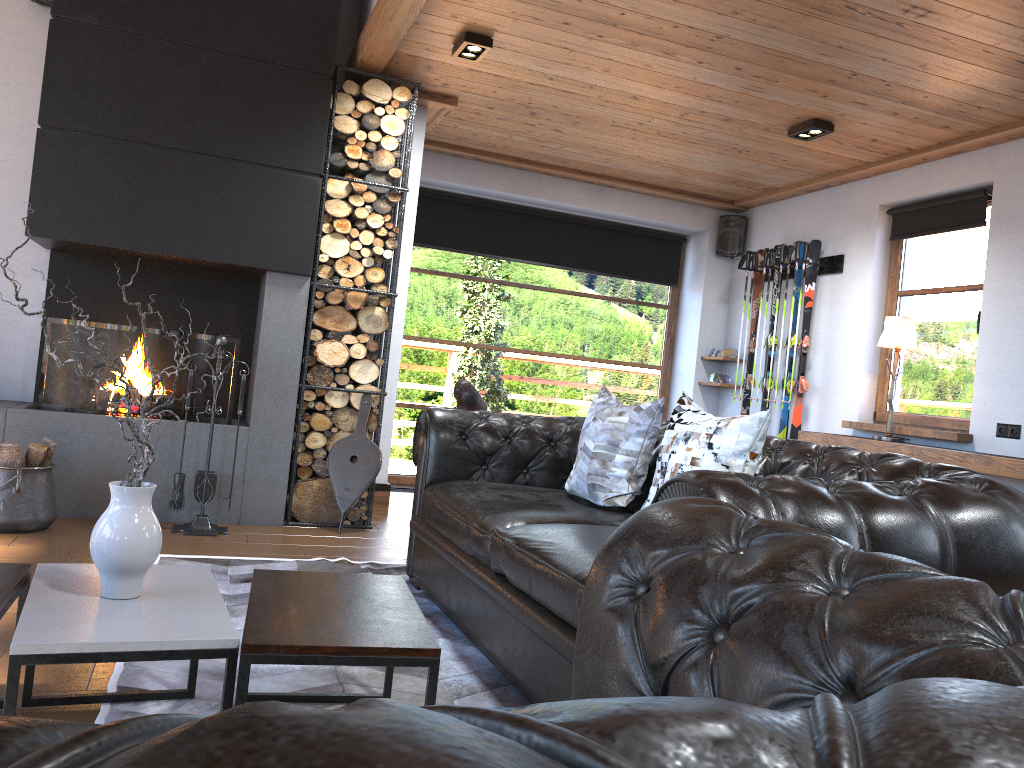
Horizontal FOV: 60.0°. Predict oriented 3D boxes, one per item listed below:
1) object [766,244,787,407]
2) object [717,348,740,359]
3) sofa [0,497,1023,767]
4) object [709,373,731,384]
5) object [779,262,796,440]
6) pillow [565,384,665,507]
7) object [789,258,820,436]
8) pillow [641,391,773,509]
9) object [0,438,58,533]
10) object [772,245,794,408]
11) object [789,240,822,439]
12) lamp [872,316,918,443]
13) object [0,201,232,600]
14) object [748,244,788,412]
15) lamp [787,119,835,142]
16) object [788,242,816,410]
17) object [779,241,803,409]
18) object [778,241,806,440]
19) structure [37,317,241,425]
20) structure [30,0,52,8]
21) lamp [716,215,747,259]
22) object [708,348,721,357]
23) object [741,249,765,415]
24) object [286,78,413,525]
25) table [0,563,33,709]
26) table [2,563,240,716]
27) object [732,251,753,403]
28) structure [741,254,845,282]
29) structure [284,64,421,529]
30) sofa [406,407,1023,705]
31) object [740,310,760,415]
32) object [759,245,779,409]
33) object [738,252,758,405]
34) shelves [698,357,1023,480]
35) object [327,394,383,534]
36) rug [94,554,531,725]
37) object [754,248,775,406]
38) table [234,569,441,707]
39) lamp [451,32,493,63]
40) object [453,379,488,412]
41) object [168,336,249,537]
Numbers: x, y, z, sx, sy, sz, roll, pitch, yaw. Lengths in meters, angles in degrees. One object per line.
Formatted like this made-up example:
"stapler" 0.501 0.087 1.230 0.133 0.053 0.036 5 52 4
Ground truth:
"object" 1.979 -0.446 6.766 0.120 1.250 0.059 6 -1 27
"object" 1.857 -0.258 7.547 0.191 0.084 0.158 6 0 -21
"sofa" -0.627 0.440 0.423 2.585 0.838 1.230 6 0 -21
"object" 1.801 -0.044 7.635 0.187 0.084 0.354 6 0 16
"object" 2.144 -0.289 6.848 0.112 1.622 0.072 6 -1 -20
"pillow" 0.411 0.237 3.572 0.285 0.469 0.525 6 0 -17
"object" 2.157 -0.256 6.633 0.116 1.607 0.094 6 -1 -20
"pillow" 0.633 0.261 2.935 0.285 0.469 0.525 6 0 -17
"object" -2.350 0.470 4.195 0.383 0.431 0.385 6 -1 6
"object" 2.045 -0.439 6.776 0.059 1.250 0.120 7 -1 -38
"object" 2.179 -0.268 6.538 0.116 1.607 0.094 6 -1 -20
"lamp" 2.588 0.334 5.712 0.636 1.482 0.244 6 -1 -17
"object" -0.845 0.072 1.954 0.408 0.808 0.617 6 -1 -8
"object" 1.986 -0.305 6.957 0.256 1.622 0.103 6 -1 -24
"lamp" 1.828 -1.559 5.423 0.156 0.068 0.259 6 0 -20
"object" 2.139 -0.429 6.542 0.120 1.250 0.059 6 -1 32
"object" 2.035 -0.440 6.563 0.120 1.250 0.059 5 -1 37
"object" 2.158 -0.287 6.775 0.112 1.622 0.072 6 -1 -20
"structure" -2.008 -0.047 4.801 0.989 0.514 0.182 6 -1 -20
"structure" -2.533 -2.274 4.882 0.215 0.349 0.212 6 -1 -20
"lamp" 1.912 -1.283 7.709 0.215 0.349 0.212 6 -1 -20
"object" 1.798 -0.265 7.715 0.161 0.084 0.188 6 0 -21
"object" 1.961 -0.292 7.165 0.116 1.607 0.094 6 -1 -20
"object" -0.995 -0.486 5.313 0.497 2.612 0.463 6 -1 -20
"table" -1.281 0.608 1.806 0.403 0.350 0.645 6 0 -20
"table" -0.877 0.651 1.982 0.403 0.350 0.644 6 0 -25
"object" 1.835 -0.461 7.155 0.122 1.250 0.058 7 -1 -38
"structure" 2.118 -0.909 6.905 0.321 0.135 1.043 6 0 -19
"structure" -0.985 -0.492 5.306 0.505 2.617 0.508 6 -1 -20
"sofa" 0.489 0.558 3.097 1.248 0.838 2.546 6 0 -20
"object" 1.938 -0.280 7.260 0.116 1.607 0.094 6 -1 -20
"object" 2.042 -0.299 7.047 0.112 1.622 0.072 6 -1 -20
"object" 1.892 -0.455 7.215 0.059 1.250 0.120 7 -1 -38
"shelves" 2.776 0.376 4.666 0.616 0.989 6.595 6 0 -19
"object" -0.894 0.442 5.033 0.270 0.795 0.261 7 -1 -36
"rug" 0.183 0.920 2.428 2.449 0.053 4.015 6 0 -19
"object" 1.968 -0.447 6.995 0.059 1.250 0.120 7 -1 -38
"table" -0.437 0.697 2.108 0.402 0.350 0.646 6 0 -15
"lamp" -0.209 -1.776 4.662 0.156 0.068 0.259 6 0 -20
"object" -0.207 0.141 4.459 0.148 0.319 0.250 6 -1 21
"object" -1.554 0.255 4.580 0.305 1.018 0.310 6 -1 26
